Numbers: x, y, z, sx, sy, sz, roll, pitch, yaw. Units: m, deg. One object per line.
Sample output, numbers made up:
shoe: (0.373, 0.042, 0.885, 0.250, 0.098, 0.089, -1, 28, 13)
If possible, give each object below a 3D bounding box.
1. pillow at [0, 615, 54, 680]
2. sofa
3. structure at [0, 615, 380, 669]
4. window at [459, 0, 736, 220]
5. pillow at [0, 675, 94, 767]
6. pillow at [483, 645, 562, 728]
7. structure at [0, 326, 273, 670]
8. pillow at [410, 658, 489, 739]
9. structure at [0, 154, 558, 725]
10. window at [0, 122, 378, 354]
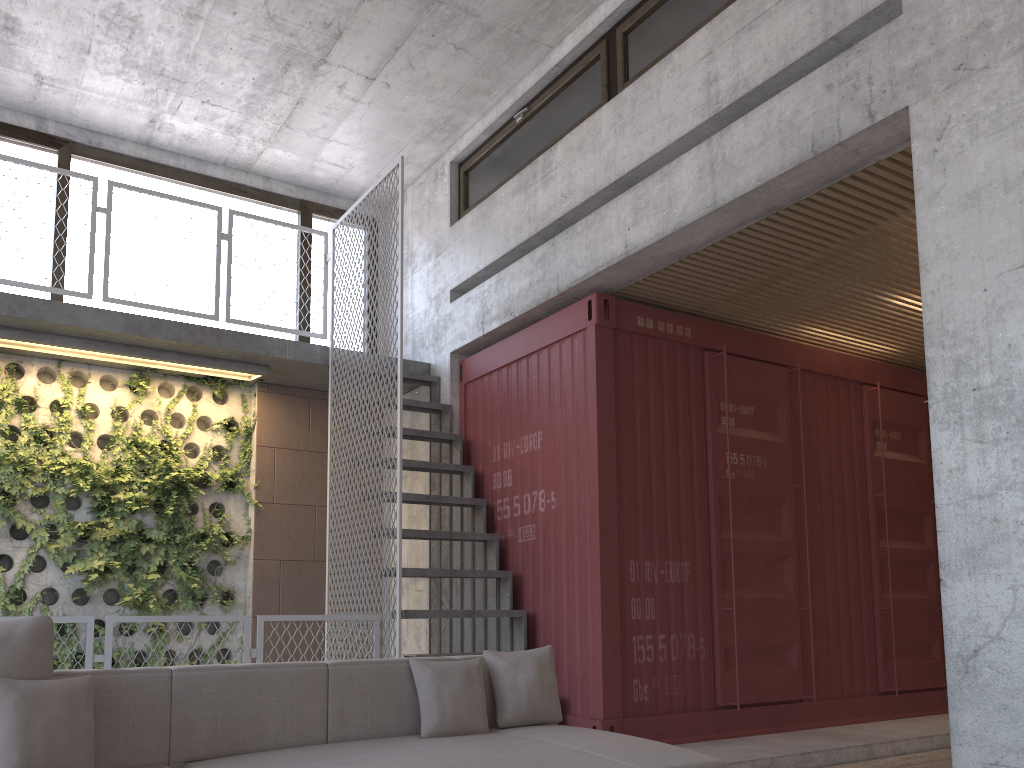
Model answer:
pillow: (-1.814, 1.032, 2.855, 0.567, 0.545, 0.225, 6, -10, -30)
sofa: (-0.449, 1.223, 2.436, 3.019, 0.767, 3.072, 9, -17, -31)
structure: (-3.287, 1.960, 5.588, 4.461, 0.912, 1.964, 9, -16, -32)
window: (1.797, -2.621, 4.248, 0.114, 0.593, 8.607, 4, -15, -32)
pillow: (-1.539, 1.143, 2.895, 0.170, 0.363, 0.383, -5, -12, 30)
pillow: (0.059, 1.405, 4.086, 0.364, 0.358, 0.191, 5, -10, -27)
structure: (-3.165, 1.348, 7.009, 2.644, 3.736, 1.020, 6, -10, -33)
pillow: (-0.261, 1.382, 3.853, 0.373, 0.351, 0.190, 7, -11, -33)
structure: (-2.069, 0.617, 6.459, 3.708, 4.218, 3.090, 6, -12, -32)
window: (-2.870, -1.044, 7.835, 3.593, 1.710, 0.111, 8, -10, -32)
